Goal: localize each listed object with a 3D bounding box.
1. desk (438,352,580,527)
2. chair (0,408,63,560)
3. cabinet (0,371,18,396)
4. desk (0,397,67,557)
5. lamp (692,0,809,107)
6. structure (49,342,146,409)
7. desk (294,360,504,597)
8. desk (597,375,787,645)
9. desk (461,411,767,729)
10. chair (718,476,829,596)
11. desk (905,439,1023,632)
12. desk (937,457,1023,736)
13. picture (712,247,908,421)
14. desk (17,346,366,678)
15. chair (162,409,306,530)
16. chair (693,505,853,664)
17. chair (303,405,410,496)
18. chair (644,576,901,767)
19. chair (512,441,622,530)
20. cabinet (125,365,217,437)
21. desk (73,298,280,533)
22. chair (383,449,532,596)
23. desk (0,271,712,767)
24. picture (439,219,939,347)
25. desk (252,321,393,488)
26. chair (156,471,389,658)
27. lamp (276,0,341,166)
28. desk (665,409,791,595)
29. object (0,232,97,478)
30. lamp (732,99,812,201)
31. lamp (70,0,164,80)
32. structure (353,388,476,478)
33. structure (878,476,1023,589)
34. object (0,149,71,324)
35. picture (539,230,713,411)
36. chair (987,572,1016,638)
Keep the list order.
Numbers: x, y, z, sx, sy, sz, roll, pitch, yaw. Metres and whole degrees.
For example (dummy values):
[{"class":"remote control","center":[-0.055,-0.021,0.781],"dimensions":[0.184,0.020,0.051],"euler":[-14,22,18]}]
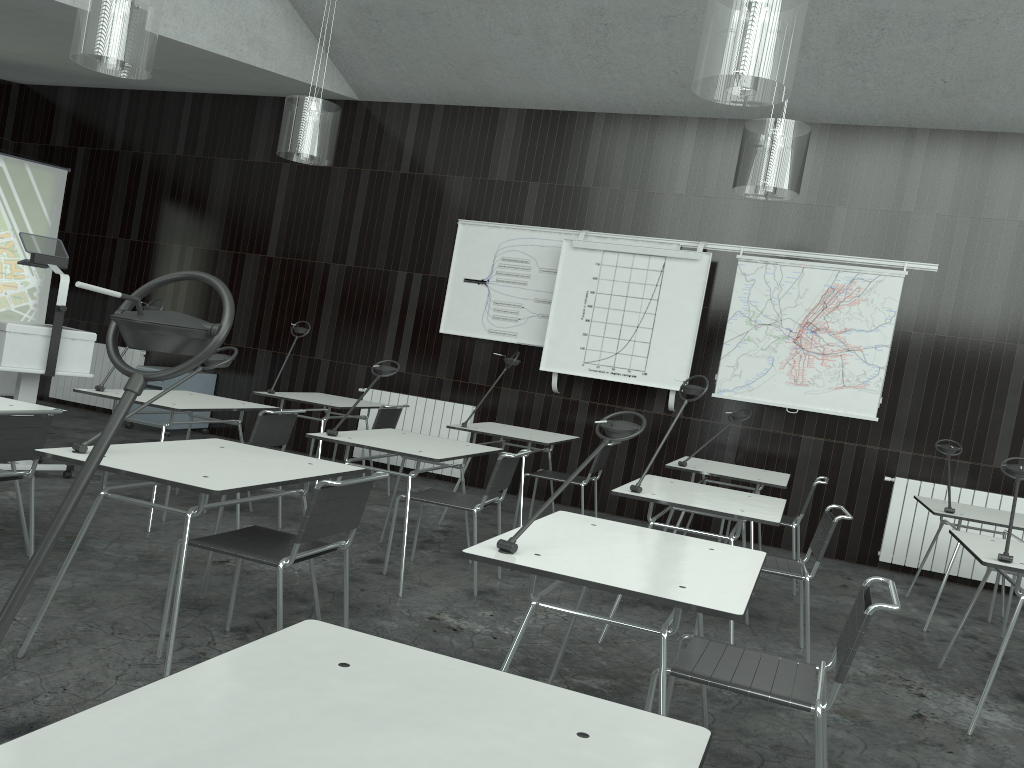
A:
[{"class":"desk","center":[0.024,0.422,6.075],"dimensions":[0.700,1.321,0.900],"euler":[10,2,17]},{"class":"chair","center":[-2.118,0.442,3.391],"dimensions":[0.555,0.765,0.428],"euler":[10,2,18]},{"class":"cabinet","center":[-5.433,-0.552,9.008],"dimensions":[0.587,1.285,0.639],"euler":[10,2,19]},{"class":"desk","center":[-2.370,0.119,3.474],"dimensions":[0.700,1.321,0.900],"euler":[10,2,20]},{"class":"lamp","center":[1.029,-2.338,3.235],"dimensions":[0.359,2.307,0.350],"euler":[10,2,19]},{"class":"structure","center":[-4.174,-0.112,8.874],"dimensions":[1.129,0.688,0.079],"euler":[10,2,19]},{"class":"desk","center":[-0.533,0.468,4.507],"dimensions":[0.700,1.153,0.900],"euler":[10,2,19]},{"class":"desk","center":[0.878,0.627,4.071],"dimensions":[0.700,1.321,0.900],"euler":[10,2,19]},{"class":"desk","center":[0.319,0.672,2.531],"dimensions":[0.700,1.153,0.900],"euler":[10,2,19]},{"class":"chair","center":[1.601,0.977,5.485],"dimensions":[0.555,0.765,0.428],"euler":[10,2,21]},{"class":"desk","center":[2.728,0.978,5.125],"dimensions":[0.700,1.153,0.900],"euler":[10,2,18]},{"class":"desk","center":[2.202,0.942,3.618],"dimensions":[0.700,1.153,0.900],"euler":[10,2,19]},{"class":"picture","center":[2.208,-0.420,6.645],"dimensions":[1.211,1.342,0.163],"euler":[10,2,19]},{"class":"desk","center":[-1.043,0.433,3.069],"dimensions":[0.700,1.153,0.900],"euler":[10,2,19]},{"class":"chair","center":[-1.513,0.491,4.867],"dimensions":[0.555,0.765,0.428],"euler":[10,2,16]},{"class":"chair","center":[1.156,0.954,3.982],"dimensions":[0.555,0.765,0.428],"euler":[10,2,14]},{"class":"chair","center":[-1.117,0.504,6.429],"dimensions":[0.555,0.765,0.428],"euler":[10,2,17]},{"class":"chair","center":[0.679,0.930,2.398],"dimensions":[0.555,0.765,0.428],"euler":[10,2,21]},{"class":"chair","center":[0.375,0.762,5.959],"dimensions":[0.555,0.765,0.428],"euler":[10,2,17]},{"class":"cabinet","center":[-3.159,0.175,8.253],"dimensions":[0.502,0.648,0.598],"euler":[10,2,18]},{"class":"desk","center":[-1.861,0.151,4.993],"dimensions":[0.700,1.321,0.900],"euler":[10,2,19]},{"class":"chair","center":[-0.263,0.708,4.453],"dimensions":[0.555,0.765,0.428],"euler":[10,2,15]},{"class":"desk","center":[-0.189,0.555,1.001],"dimensions":[0.700,1.321,0.900],"euler":[10,2,20]},{"class":"picture","center":[1.225,-0.730,7.060],"dimensions":[3.818,1.102,0.050],"euler":[10,2,19]},{"class":"desk","center":[-1.355,0.183,6.500],"dimensions":[0.700,1.321,0.900],"euler":[10,2,18]},{"class":"chair","center":[-0.793,0.671,2.992],"dimensions":[0.555,0.765,0.428],"euler":[10,2,19]},{"class":"lamp","center":[-1.222,-2.512,5.793],"dimensions":[0.359,1.761,0.350],"euler":[10,2,19]},{"class":"desk","center":[1.351,0.739,5.563],"dimensions":[0.700,1.153,0.900],"euler":[10,2,19]},{"class":"object","center":[-2.962,-0.206,5.494],"dimensions":[0.680,1.639,0.559],"euler":[11,3,43]},{"class":"lamp","center":[1.531,-2.033,4.841],"dimensions":[0.359,1.761,0.350],"euler":[10,2,19]},{"class":"lamp","center":[-1.724,-2.817,4.187],"dimensions":[0.359,2.307,0.350],"euler":[10,2,19]},{"class":"structure","center":[-0.883,0.460,7.736],"dimensions":[1.129,0.688,0.079],"euler":[10,2,19]},{"class":"structure","center":[3.205,1.172,6.322],"dimensions":[1.129,0.688,0.079],"euler":[10,2,19]},{"class":"object","center":[-4.973,-1.089,7.536],"dimensions":[0.673,2.602,2.051],"euler":[11,3,43]},{"class":"picture","center":[0.900,-0.586,7.055],"dimensions":[1.191,1.508,0.254],"euler":[10,2,19]},{"class":"chair","center":[3.091,1.235,5.003],"dimensions":[0.555,0.765,0.428],"euler":[10,2,18]}]
